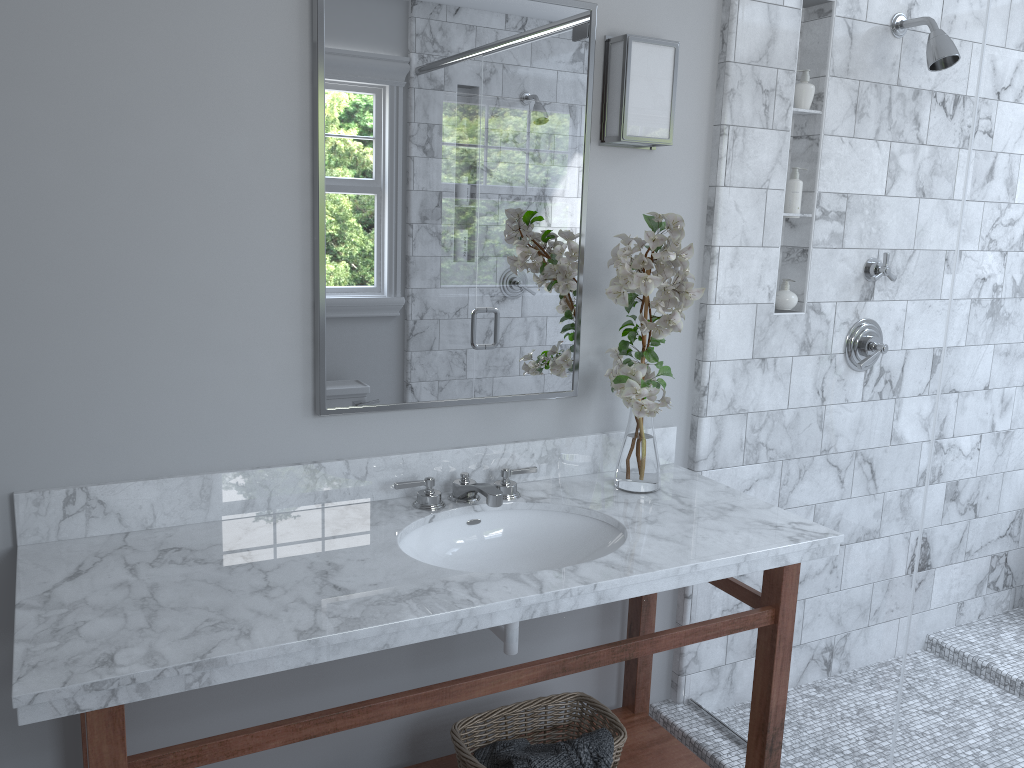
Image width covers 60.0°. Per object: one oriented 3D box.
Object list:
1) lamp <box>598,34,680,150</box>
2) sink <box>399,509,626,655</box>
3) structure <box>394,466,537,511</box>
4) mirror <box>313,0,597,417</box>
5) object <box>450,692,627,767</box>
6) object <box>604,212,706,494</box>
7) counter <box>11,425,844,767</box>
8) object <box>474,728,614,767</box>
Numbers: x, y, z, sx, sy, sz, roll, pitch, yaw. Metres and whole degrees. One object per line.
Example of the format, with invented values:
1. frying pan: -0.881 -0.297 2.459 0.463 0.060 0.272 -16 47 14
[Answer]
1. lamp: 0.324 -0.736 2.241 0.175 0.266 0.091 -4 12 -28
2. sink: -0.017 0.478 1.989 0.517 0.270 0.494 6 12 20
3. structure: -0.107 0.250 2.160 0.256 0.069 0.295 6 12 21
4. mirror: -0.122 -0.428 2.100 0.694 0.977 0.030 -4 12 -28
5. object: 0.062 0.921 2.144 0.417 0.198 0.262 -4 12 -27
6. object: 0.332 -0.059 2.158 0.225 0.706 0.374 3 11 2
7. counter: -0.136 0.708 1.982 1.657 0.983 0.638 -4 12 -28
8. object: 0.093 0.916 2.096 0.302 0.213 0.322 -3 12 -27
